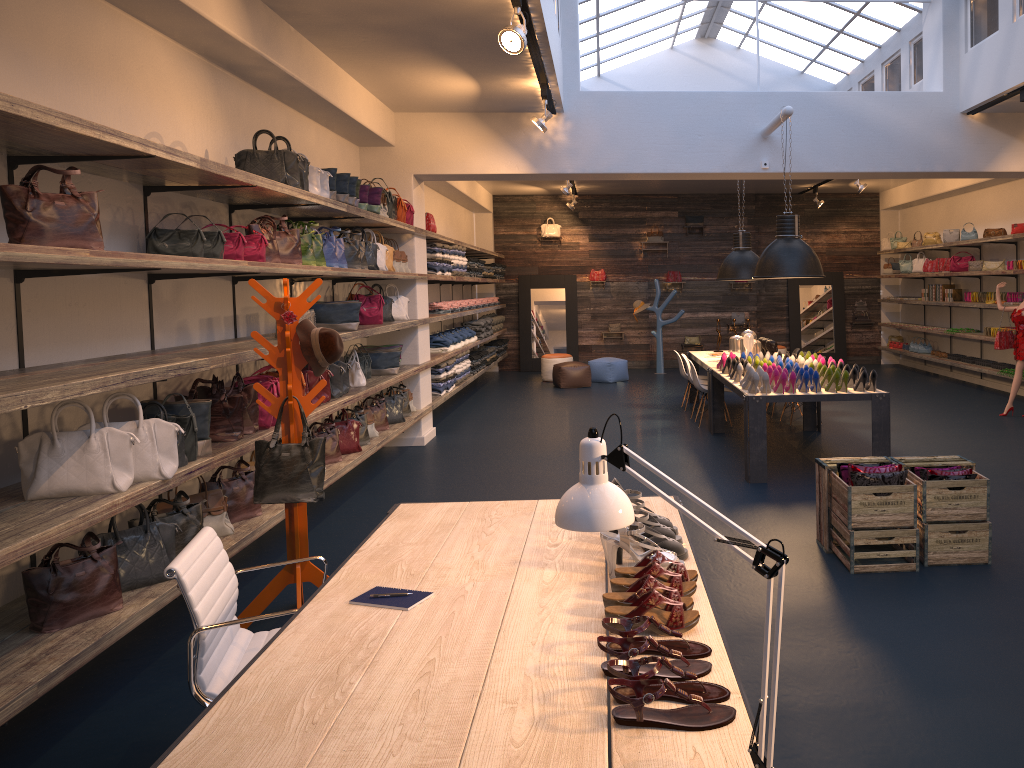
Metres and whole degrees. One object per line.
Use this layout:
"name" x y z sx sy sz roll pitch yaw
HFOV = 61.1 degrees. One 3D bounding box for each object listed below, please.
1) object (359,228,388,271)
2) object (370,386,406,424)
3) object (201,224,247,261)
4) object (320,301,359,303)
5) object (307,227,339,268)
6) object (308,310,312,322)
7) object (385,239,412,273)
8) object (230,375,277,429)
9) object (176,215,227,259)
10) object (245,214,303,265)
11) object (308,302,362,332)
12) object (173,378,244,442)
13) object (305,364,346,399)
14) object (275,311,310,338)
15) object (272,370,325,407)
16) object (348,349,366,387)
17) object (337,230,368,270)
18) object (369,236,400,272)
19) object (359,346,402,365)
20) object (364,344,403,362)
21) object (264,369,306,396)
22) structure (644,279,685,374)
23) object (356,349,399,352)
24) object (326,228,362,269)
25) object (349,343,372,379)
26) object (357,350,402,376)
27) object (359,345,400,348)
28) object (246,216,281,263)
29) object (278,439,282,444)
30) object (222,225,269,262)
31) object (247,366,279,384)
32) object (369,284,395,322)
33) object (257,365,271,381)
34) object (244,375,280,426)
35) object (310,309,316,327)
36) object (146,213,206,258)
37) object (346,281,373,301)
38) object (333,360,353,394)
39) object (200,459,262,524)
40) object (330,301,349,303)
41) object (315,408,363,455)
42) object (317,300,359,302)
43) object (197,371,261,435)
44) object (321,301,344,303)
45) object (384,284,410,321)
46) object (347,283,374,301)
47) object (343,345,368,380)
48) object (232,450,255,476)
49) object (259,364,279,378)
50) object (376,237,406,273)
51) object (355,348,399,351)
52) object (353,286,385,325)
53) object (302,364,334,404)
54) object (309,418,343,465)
"object" -1.293 -1.203 7.802 0.177 0.384 0.461 2 5 40
"object" -1.193 0.190 8.308 0.178 0.384 0.460 1 5 37
"object" -1.688 -0.806 4.985 0.204 0.242 0.264 1 5 30
"object" -1.417 -0.535 6.873 0.447 0.231 0.166 -4 5 -27
"object" -1.450 -1.007 6.454 0.175 0.304 0.403 1 5 33
"object" -1.501 -0.428 6.082 0.099 0.175 0.284 0 5 22
"object" -1.238 -1.317 8.966 0.164 0.366 0.416 2 5 43
"object" -1.511 0.115 5.079 0.257 0.299 0.346 1 5 30
"object" -1.752 -0.805 4.832 0.309 0.275 0.129 -2 4 -18
"object" -1.524 -0.931 5.623 0.407 0.338 0.200 -4 5 -35
"object" -1.375 -0.518 6.715 0.440 0.231 0.169 -3 4 -19
"object" -1.628 0.136 4.692 0.370 0.338 0.221 0 4 6
"object" -1.452 -0.086 6.478 0.427 0.385 0.192 -1 3 -1
"object" -1.462 -0.396 5.788 0.096 0.175 0.290 1 6 33
"object" -1.510 -0.022 5.981 0.438 0.385 0.188 -2 3 -9
"object" -1.343 -0.139 7.316 0.166 0.308 0.316 -3 5 -29
"object" -1.337 -1.107 7.204 0.199 0.338 0.408 2 6 43
"object" -1.292 -1.257 8.434 0.164 0.366 0.416 2 5 43
"object" -1.310 -0.251 8.678 0.442 0.235 0.168 -3 4 -21
"object" -1.343 -0.290 9.040 0.440 0.235 0.169 -3 4 -19
"object" -1.506 0.021 5.689 0.268 0.360 0.201 -4 5 -37
"structure" 2.845 -1.097 16.534 0.904 1.802 0.184 1 3 26
"object" -1.288 -0.213 8.306 0.448 0.231 0.166 -4 5 -27
"object" -1.367 -1.079 6.955 0.407 0.338 0.200 -4 5 -33
"object" -1.364 -0.200 7.802 0.256 0.328 0.100 -5 5 -43
"object" -1.245 -0.194 8.136 0.440 0.231 0.169 -3 4 -19
"object" -1.354 -0.269 8.848 0.446 0.235 0.166 -3 5 -25
"object" -1.557 -0.891 5.419 0.194 0.304 0.364 -2 5 -7
"object" -1.452 0.509 5.706 0.199 0.338 0.408 2 6 43
"object" -1.608 -0.825 5.150 0.205 0.242 0.263 1 5 27
"object" -1.494 0.070 5.320 0.229 0.341 0.290 1 5 33
"object" -1.344 -0.807 8.642 0.178 0.384 0.460 1 5 37
"object" -1.483 0.058 5.432 0.229 0.341 0.290 1 5 33
"object" -1.530 0.109 5.183 0.274 0.297 0.231 -4 5 -33
"object" -1.542 -0.460 6.371 0.098 0.175 0.285 1 5 25
"object" -1.818 -0.789 4.697 0.309 0.275 0.129 -2 4 -18
"object" -1.419 -0.771 8.194 0.316 0.409 0.126 -3 4 -30
"object" -1.450 -0.111 6.701 0.436 0.385 0.188 -2 3 -8
"object" -1.558 0.602 4.874 0.199 0.337 0.408 2 6 40
"object" -1.462 -0.551 7.046 0.445 0.235 0.167 -3 5 -24
"object" -1.356 0.358 6.800 0.177 0.384 0.461 2 5 39
"object" -1.549 -0.609 7.579 0.439 0.235 0.169 -3 4 -19
"object" -1.591 0.107 4.884 0.345 0.355 0.162 -1 3 -2
"object" -1.560 -0.566 7.194 0.441 0.235 0.168 -3 4 -20
"object" -1.241 -0.843 8.957 0.462 0.384 0.177 -6 6 -44
"object" -1.388 -0.744 8.054 0.214 0.384 0.268 0 4 24
"object" -1.377 -0.181 7.638 0.256 0.328 0.100 -5 5 -43
"object" -1.510 0.525 5.313 0.177 0.384 0.461 2 5 39
"object" -1.517 0.034 5.575 0.268 0.360 0.201 -4 5 -37
"object" -1.264 -1.288 8.713 0.164 0.366 0.416 2 5 43
"object" -1.314 -0.230 8.489 0.446 0.235 0.166 -3 5 -25
"object" -1.317 -0.720 7.934 0.205 0.360 0.263 1 4 27
"object" -1.490 -0.055 6.198 0.430 0.385 0.191 -1 3 -3
"object" -1.398 0.429 6.420 0.199 0.337 0.408 2 6 40
